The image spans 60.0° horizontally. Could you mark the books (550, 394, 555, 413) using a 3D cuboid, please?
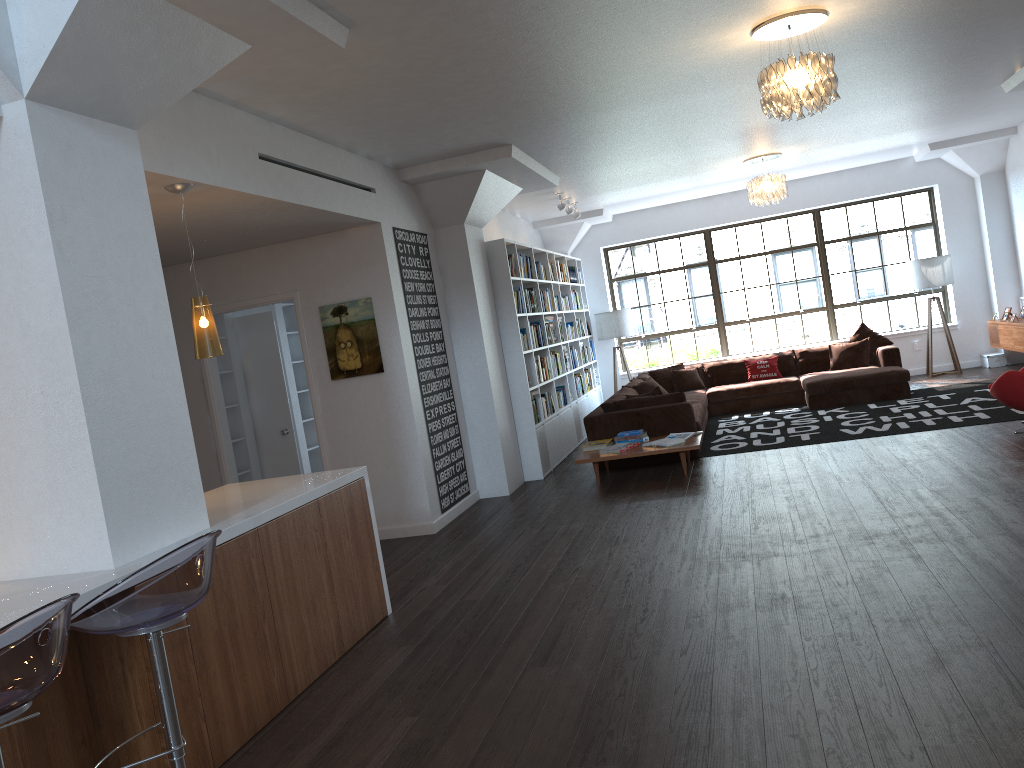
[{"bbox_3d":[0.366,0.222,9.881,0.174,0.236,0.142,-9,3,14],"label":"books"}]

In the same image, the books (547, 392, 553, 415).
[{"bbox_3d":[0.343,0.221,9.793,0.183,0.253,0.042,-9,3,15],"label":"books"}]

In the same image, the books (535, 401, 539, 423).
[{"bbox_3d":[0.182,0.300,9.099,0.161,0.223,0.032,-9,3,15],"label":"books"}]

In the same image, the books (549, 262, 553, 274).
[{"bbox_3d":[0.425,-1.379,11.031,0.160,0.251,0.031,-9,3,15],"label":"books"}]

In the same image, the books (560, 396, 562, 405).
[{"bbox_3d":[0.526,0.201,10.422,0.107,0.167,0.017,-9,3,15],"label":"books"}]

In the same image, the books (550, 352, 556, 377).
[{"bbox_3d":[0.393,-0.212,10.218,0.176,0.290,0.053,-9,3,14],"label":"books"}]

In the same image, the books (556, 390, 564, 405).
[{"bbox_3d":[0.539,0.181,10.526,0.139,0.191,0.036,-9,3,15],"label":"books"}]

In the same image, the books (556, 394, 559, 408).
[{"bbox_3d":[0.466,0.216,10.232,0.128,0.178,0.022,-9,3,15],"label":"books"}]

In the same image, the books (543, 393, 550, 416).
[{"bbox_3d":[0.310,0.235,9.672,0.160,0.251,0.039,-9,3,15],"label":"books"}]

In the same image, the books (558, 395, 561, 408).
[{"bbox_3d":[0.502,0.217,10.337,0.110,0.153,0.019,-9,3,15],"label":"books"}]

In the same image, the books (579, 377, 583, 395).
[{"bbox_3d":[0.835,0.042,11.758,0.174,0.240,0.045,-9,3,14],"label":"books"}]

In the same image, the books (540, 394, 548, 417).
[{"bbox_3d":[0.281,0.242,9.564,0.183,0.253,0.042,-9,3,15],"label":"books"}]

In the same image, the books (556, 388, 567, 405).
[{"bbox_3d":[0.571,0.163,10.663,0.146,0.202,0.027,-9,3,15],"label":"books"}]

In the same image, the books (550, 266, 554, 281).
[{"bbox_3d":[0.419,-1.351,10.951,0.161,0.207,0.130,-9,3,14],"label":"books"}]

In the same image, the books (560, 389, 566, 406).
[{"bbox_3d":[0.555,0.170,10.583,0.146,0.202,0.027,-9,3,15],"label":"books"}]

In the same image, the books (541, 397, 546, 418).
[{"bbox_3d":[0.255,0.265,9.456,0.176,0.231,0.053,-9,3,15],"label":"books"}]

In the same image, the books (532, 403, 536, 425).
[{"bbox_3d":[0.148,0.312,8.985,0.161,0.223,0.032,-9,3,15],"label":"books"}]

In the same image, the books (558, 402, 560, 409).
[{"bbox_3d":[0.477,0.210,10.304,0.128,0.178,0.022,-9,3,15],"label":"books"}]

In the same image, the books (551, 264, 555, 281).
[{"bbox_3d":[0.443,-1.369,11.059,0.161,0.223,0.032,-9,3,15],"label":"books"}]

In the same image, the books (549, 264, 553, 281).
[{"bbox_3d":[0.396,-1.359,10.900,0.174,0.236,0.136,-9,3,14],"label":"books"}]

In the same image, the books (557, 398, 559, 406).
[{"bbox_3d":[0.469,0.214,10.253,0.128,0.178,0.021,-9,3,15],"label":"books"}]

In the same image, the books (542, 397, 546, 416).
[{"bbox_3d":[0.273,0.264,9.497,0.161,0.223,0.033,-9,3,15],"label":"books"}]

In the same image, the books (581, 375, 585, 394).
[{"bbox_3d":[0.866,0.021,11.874,0.180,0.259,0.060,-9,3,14],"label":"books"}]

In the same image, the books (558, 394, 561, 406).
[{"bbox_3d":[0.508,0.208,10.374,0.120,0.167,0.020,-9,3,15],"label":"books"}]

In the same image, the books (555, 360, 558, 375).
[{"bbox_3d":[0.442,-0.195,10.377,0.161,0.223,0.027,-9,3,14],"label":"books"}]

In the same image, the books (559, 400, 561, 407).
[{"bbox_3d":[0.505,0.215,10.355,0.110,0.153,0.018,-9,3,15],"label":"books"}]

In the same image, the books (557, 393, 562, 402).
[{"bbox_3d":[0.522,0.200,10.445,0.122,0.169,0.023,-9,3,15],"label":"books"}]

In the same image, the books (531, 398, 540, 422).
[{"bbox_3d":[0.174,0.284,9.137,0.183,0.253,0.042,-9,3,15],"label":"books"}]

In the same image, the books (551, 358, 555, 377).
[{"bbox_3d":[0.398,-0.177,10.179,0.161,0.223,0.026,-9,3,14],"label":"books"}]

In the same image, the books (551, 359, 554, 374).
[{"bbox_3d":[0.387,-0.188,10.154,0.160,0.250,0.026,-9,3,14],"label":"books"}]

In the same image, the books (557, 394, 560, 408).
[{"bbox_3d":[0.491,0.210,10.321,0.109,0.171,0.018,-9,3,15],"label":"books"}]

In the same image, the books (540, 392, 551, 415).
[{"bbox_3d":[0.316,0.227,9.711,0.180,0.259,0.042,-9,3,15],"label":"books"}]

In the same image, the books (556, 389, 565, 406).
[{"bbox_3d":[0.540,0.174,10.559,0.146,0.202,0.027,-9,3,15],"label":"books"}]

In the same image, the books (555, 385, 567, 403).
[{"bbox_3d":[0.585,0.142,10.746,0.140,0.231,0.042,-9,3,15],"label":"books"}]

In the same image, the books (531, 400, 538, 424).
[{"bbox_3d":[0.158,0.300,9.026,0.174,0.240,0.054,-9,3,15],"label":"books"}]

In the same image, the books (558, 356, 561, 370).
[{"bbox_3d":[0.494,-0.215,10.595,0.161,0.223,0.027,-9,3,14],"label":"books"}]

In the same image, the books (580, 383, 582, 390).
[{"bbox_3d":[0.836,0.053,11.722,0.161,0.223,0.027,-9,3,14],"label":"books"}]

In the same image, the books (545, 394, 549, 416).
[{"bbox_3d":[0.303,0.240,9.634,0.171,0.246,0.039,-9,3,15],"label":"books"}]

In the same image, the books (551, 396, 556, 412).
[{"bbox_3d":[0.389,0.230,9.935,0.161,0.207,0.135,-9,3,14],"label":"books"}]

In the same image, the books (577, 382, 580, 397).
[{"bbox_3d":[0.781,0.060,11.500,0.160,0.250,0.026,-9,3,14],"label":"books"}]

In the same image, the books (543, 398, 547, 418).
[{"bbox_3d":[0.286,0.269,9.527,0.161,0.223,0.030,-9,3,14],"label":"books"}]

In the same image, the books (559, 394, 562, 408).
[{"bbox_3d":[0.521,0.206,10.398,0.106,0.162,0.032,-9,3,15],"label":"books"}]

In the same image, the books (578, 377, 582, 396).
[{"bbox_3d":[0.802,0.049,11.606,0.183,0.253,0.034,-9,3,14],"label":"books"}]

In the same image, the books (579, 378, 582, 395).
[{"bbox_3d":[0.813,0.046,11.637,0.183,0.253,0.034,-9,3,14],"label":"books"}]

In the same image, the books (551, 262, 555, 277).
[{"bbox_3d":[0.444,-1.385,11.094,0.160,0.251,0.039,-9,3,15],"label":"books"}]

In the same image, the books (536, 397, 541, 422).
[{"bbox_3d":[0.195,0.277,9.217,0.180,0.251,0.048,-9,3,15],"label":"books"}]

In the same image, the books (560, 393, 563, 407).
[{"bbox_3d":[0.529,0.195,10.472,0.126,0.173,0.032,-9,3,15],"label":"books"}]

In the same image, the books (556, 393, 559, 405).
[{"bbox_3d":[0.469,0.210,10.280,0.134,0.184,0.030,-9,3,15],"label":"books"}]

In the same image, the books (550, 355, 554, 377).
[{"bbox_3d":[0.359,-0.198,10.113,0.198,0.284,0.066,-9,3,14],"label":"books"}]

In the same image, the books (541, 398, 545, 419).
[{"bbox_3d":[0.255,0.271,9.412,0.161,0.223,0.032,-9,3,15],"label":"books"}]

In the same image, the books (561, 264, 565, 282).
[{"bbox_3d":[0.594,-1.444,11.696,0.183,0.253,0.034,-9,3,15],"label":"books"}]

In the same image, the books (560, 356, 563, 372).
[{"bbox_3d":[0.522,-0.225,10.695,0.161,0.223,0.026,-9,3,14],"label":"books"}]

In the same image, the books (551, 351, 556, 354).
[{"bbox_3d":[0.457,-0.237,10.482,0.176,0.290,0.036,-9,3,14],"label":"books"}]

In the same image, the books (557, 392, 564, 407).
[{"bbox_3d":[0.535,0.190,10.498,0.128,0.178,0.021,-9,3,15],"label":"books"}]

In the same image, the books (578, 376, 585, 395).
[{"bbox_3d":[0.854,0.031,11.792,0.183,0.253,0.034,-9,3,14],"label":"books"}]
